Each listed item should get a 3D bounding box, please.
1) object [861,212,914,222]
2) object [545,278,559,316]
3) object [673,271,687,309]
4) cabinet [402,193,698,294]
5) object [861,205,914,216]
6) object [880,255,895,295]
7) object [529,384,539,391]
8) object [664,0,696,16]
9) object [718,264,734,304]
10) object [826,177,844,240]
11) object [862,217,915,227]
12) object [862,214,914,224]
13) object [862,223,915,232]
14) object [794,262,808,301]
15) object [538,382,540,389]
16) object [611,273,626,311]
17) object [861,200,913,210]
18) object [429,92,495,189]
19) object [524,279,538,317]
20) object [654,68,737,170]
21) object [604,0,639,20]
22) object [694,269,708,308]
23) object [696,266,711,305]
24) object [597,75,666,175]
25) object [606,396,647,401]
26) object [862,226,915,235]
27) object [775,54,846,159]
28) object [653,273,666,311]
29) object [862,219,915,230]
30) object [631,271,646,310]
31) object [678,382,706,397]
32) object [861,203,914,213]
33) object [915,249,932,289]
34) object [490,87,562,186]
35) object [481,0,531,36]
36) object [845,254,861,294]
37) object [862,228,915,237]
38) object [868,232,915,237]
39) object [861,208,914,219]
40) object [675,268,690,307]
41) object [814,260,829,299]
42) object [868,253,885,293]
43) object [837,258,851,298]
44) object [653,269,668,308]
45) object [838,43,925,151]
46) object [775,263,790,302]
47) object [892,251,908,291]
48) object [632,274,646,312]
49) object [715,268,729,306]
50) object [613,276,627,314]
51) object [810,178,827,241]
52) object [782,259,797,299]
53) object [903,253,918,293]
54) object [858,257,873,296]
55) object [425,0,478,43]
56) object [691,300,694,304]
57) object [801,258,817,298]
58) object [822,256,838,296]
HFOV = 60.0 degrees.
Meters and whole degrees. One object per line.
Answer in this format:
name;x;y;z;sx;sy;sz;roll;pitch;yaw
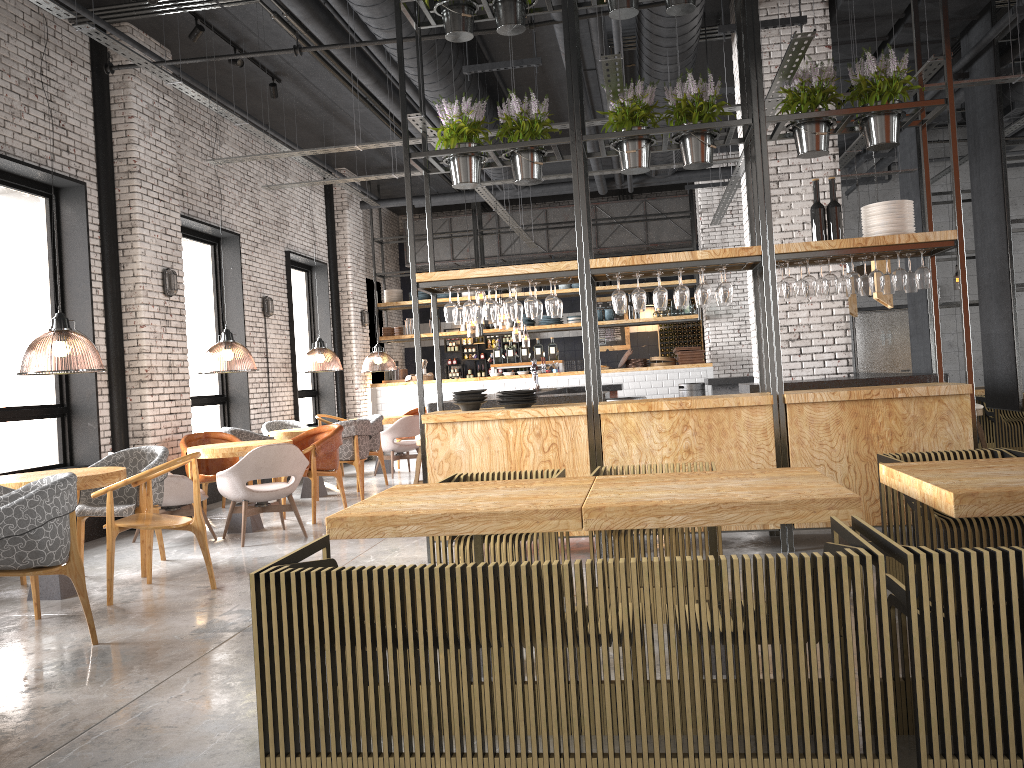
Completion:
object;2.569;-1.129;6.064;0.334;0.043;0.334;-4;0;-8
object;0.278;-0.615;6.227;0.101;0.267;0.101;-4;-1;40
object;1.209;-0.673;6.375;0.101;0.267;0.101;-4;-1;23
cabinet;0.761;-2.649;17.985;5.862;1.769;0.682;-3;-1;9
object;2.567;-1.168;6.066;0.335;0.044;0.334;-4;0;-21
object;2.612;-0.758;6.163;0.101;0.267;0.101;-3;-1;-28
object;0.270;0.043;11.058;0.091;0.091;0.177;-3;0;-16
object;1.181;-2.940;6.313;0.416;0.559;0.467;-4;0;3
object;1.457;-0.686;6.048;0.101;0.267;0.101;-4;-1;23
object;2.222;-1.190;6.117;0.098;0.471;0.098;-3;-1;-29
object;2.572;-1.094;6.063;0.334;0.040;0.335;-3;0;31
object;2.571;-1.109;6.064;0.334;0.039;0.335;-3;0;16
object;2.574;-1.055;6.063;0.335;0.040;0.334;-4;0;-28
object;2.039;-0.723;6.250;0.101;0.267;0.101;-3;-1;-45
object;0.309;0.028;11.888;0.200;0.106;0.766;-4;0;9
object;0.739;-0.643;6.157;0.101;0.267;0.101;-4;-1;23
object;2.565;-1.206;6.066;0.335;0.039;0.334;-4;0;-18
object;-0.351;-1.723;6.474;0.416;0.559;0.467;-3;0;-41
object;0.133;-0.606;6.249;0.101;0.267;0.101;-3;-1;-28
object;1.301;-1.824;6.304;0.467;0.559;0.416;-3;0;-24
object;0.785;-2.915;6.321;0.416;0.559;0.467;-4;0;28
object;1.354;-0.682;6.353;0.101;0.267;0.101;-4;-1;23
object;1.311;-0.677;6.070;0.101;0.267;0.101;-4;-1;23
object;0.867;-1.797;6.340;0.416;0.559;0.467;-3;0;-42
object;0.992;0.634;7.559;0.399;1.035;0.398;-4;-1;44
object;2.576;-1.035;6.062;0.335;0.037;0.334;-4;0;-25
object;2.076;-1.871;6.175;0.467;0.559;0.416;-4;0;17
object;1.063;-0.664;6.397;0.101;0.267;0.101;-4;-1;23
object;2.573;-1.074;6.064;0.335;0.039;0.334;-4;0;-25
object;0.875;-0.651;6.136;0.101;0.267;0.101;-4;-1;23
object;2.583;0.505;12.598;0.399;1.035;0.398;-4;-1;44
object;2.566;-1.187;6.065;0.335;0.039;0.334;-4;0;-16
object;2.714;-0.763;5.858;0.101;0.267;0.101;-3;-1;-28
object;0.097;-1.751;6.489;0.467;0.559;0.416;-3;0;-15
object;-0.028;-2.866;6.488;0.416;0.559;0.467;-3;0;-12
object;2.278;-0.736;5.924;0.101;0.267;0.101;-3;-1;-28
object;2.577;-1.017;6.064;0.335;0.046;0.334;-4;0;-11
object;2.578;-0.996;6.062;0.334;0.033;0.335;-3;0;17
object;2.569;-1.148;6.065;0.335;0.041;0.334;-4;0;-22
object;1.166;-0.669;6.092;0.101;0.267;0.101;-4;-1;23
object;2.175;-0.732;6.229;0.101;0.267;0.101;-3;-1;-28
object;2.423;-0.745;5.902;0.101;0.267;0.101;-3;-1;-28
object;2.321;-0.740;6.207;0.101;0.267;0.101;-3;-1;-28
object;1.020;-0.660;6.114;0.101;0.267;0.101;-4;-1;23
object;2.518;-1.897;6.055;0.467;0.559;0.416;-4;0;2
object;1.913;-0.716;6.269;0.101;0.267;0.101;-3;-1;-45
object;2.569;-0.754;5.880;0.101;0.267;0.101;-3;-1;-28
object;0.918;-0.655;6.419;0.101;0.267;0.101;-4;-1;23
object;1.500;-0.691;6.331;0.101;0.267;0.101;-4;-1;23
object;0.781;-0.647;6.440;0.101;0.267;0.101;-4;-1;23
object;2.116;-1.183;6.133;0.098;0.471;0.098;-3;-1;-29
object;1.870;-0.711;5.986;0.101;0.267;0.101;-3;-1;-45
object;2.757;-0.767;6.141;0.101;0.267;0.101;-3;-1;-28
object;2.466;-0.749;6.185;0.101;0.267;0.101;-3;-1;-28
object;-0.408;-2.843;6.564;0.467;0.559;0.416;-4;0;-4
object;3.688;-1.675;18.145;0.079;0.079;0.283;-4;0;9
object;1.996;-0.719;5.967;0.101;0.267;0.101;-3;-1;-45
object;2.132;-0.727;5.946;0.101;0.267;0.101;-3;-1;-28
